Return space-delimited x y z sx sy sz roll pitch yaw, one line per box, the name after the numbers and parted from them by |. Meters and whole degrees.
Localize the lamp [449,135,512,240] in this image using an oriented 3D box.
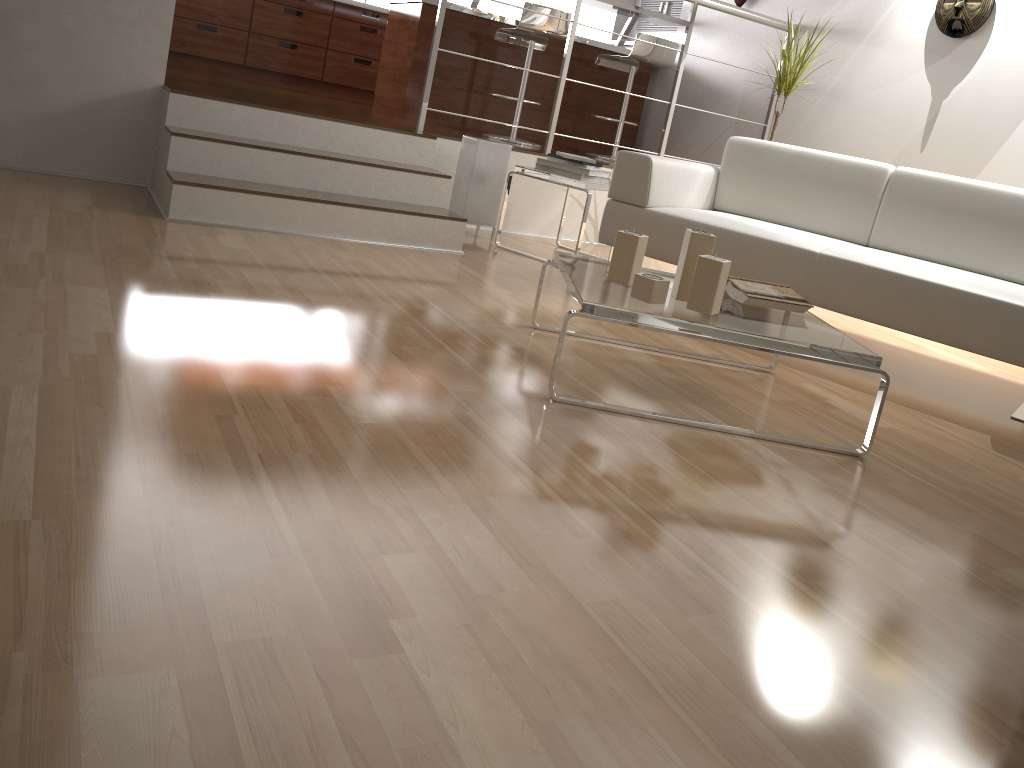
-0.167 -0.979 4.362 0.191 0.468 0.206 6 11 -29 | lamp

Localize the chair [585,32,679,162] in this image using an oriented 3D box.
0.783 -1.928 5.933 0.385 0.826 0.440 5 12 -34 | chair

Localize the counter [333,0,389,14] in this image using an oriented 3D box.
-1.916 -3.194 7.042 2.090 0.039 0.707 2 19 -29 | counter

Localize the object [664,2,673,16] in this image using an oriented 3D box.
1.133 -2.713 6.356 0.052 0.109 0.054 1 15 -45 | object

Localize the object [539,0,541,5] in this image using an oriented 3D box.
0.254 -3.574 8.137 0.020 0.368 0.110 7 11 -29 | object

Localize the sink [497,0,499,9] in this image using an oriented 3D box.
-0.097 -3.270 8.020 0.668 0.563 0.623 4 15 -29 | sink

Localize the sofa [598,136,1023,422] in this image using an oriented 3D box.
1.336 -0.514 3.423 1.829 0.719 0.911 23 18 34 | sofa

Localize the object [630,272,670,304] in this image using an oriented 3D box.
0.346 -0.244 2.183 0.067 0.072 0.069 0 17 -44 | object

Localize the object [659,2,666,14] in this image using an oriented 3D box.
1.101 -2.733 6.403 0.052 0.106 0.054 1 15 -45 | object

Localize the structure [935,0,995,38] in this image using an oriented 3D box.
2.221 -1.878 4.337 0.069 0.307 0.329 7 14 -29 | structure

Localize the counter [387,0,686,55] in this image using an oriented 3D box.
0.256 -2.637 6.251 2.090 0.309 0.871 2 19 -29 | counter

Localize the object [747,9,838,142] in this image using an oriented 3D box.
1.380 -1.272 4.681 0.499 1.435 0.454 9 10 -17 | object

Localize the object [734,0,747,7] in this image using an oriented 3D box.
1.563 -2.841 5.692 0.153 0.769 0.153 14 9 15 | object

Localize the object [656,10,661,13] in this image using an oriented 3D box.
1.070 -2.690 6.351 0.052 0.044 0.052 16 14 17 | object

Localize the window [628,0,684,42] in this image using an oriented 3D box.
1.254 -3.226 6.733 0.141 1.233 0.873 7 12 -29 | window

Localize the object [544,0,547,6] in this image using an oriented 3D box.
0.323 -3.538 8.048 0.043 0.355 0.094 7 10 -30 | object

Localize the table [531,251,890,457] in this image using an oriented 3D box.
0.482 -0.119 2.407 0.792 0.242 0.725 10 16 -5 | table

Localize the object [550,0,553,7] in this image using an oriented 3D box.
0.357 -3.487 7.932 0.023 0.372 0.074 7 10 -29 | object

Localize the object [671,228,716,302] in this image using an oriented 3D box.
0.476 -0.315 2.294 0.067 0.191 0.069 11 10 -5 | object

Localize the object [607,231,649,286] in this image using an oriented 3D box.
0.313 -0.346 2.364 0.068 0.147 0.067 18 12 30 | object

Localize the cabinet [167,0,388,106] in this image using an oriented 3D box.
-1.381 -2.814 7.433 3.482 0.778 0.705 2 15 -29 | cabinet

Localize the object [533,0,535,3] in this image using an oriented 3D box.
0.205 -3.617 8.243 0.008 0.367 0.034 7 10 -29 | object

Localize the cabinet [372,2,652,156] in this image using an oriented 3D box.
0.021 -2.161 6.339 1.837 0.730 0.657 3 15 -29 | cabinet

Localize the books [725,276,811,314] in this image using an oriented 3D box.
0.707 -0.273 2.538 0.202 0.054 0.303 7 17 -14 | books

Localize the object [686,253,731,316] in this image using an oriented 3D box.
0.492 -0.254 2.182 0.068 0.147 0.067 18 12 30 | object

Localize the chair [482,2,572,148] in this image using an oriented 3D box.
0.089 -1.952 5.552 0.385 0.826 0.440 7 12 -25 | chair

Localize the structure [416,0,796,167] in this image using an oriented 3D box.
0.611 -1.742 4.885 2.310 1.024 0.059 3 12 -29 | structure

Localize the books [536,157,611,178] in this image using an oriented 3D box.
0.290 -1.021 4.131 0.294 0.026 0.229 21 19 29 | books

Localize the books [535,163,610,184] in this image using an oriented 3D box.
0.285 -0.995 4.135 0.296 0.026 0.228 25 22 38 | books

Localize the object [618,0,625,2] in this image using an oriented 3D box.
0.749 -2.690 6.127 0.079 0.044 0.069 14 15 7 | object

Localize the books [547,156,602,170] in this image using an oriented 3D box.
0.294 -1.040 4.128 0.221 0.014 0.153 21 19 29 | books

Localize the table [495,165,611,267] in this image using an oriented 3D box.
0.296 -0.806 4.244 0.476 0.389 0.554 21 17 34 | table

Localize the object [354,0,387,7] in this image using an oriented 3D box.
-1.215 -3.442 7.564 0.327 0.394 0.169 5 12 -29 | object
